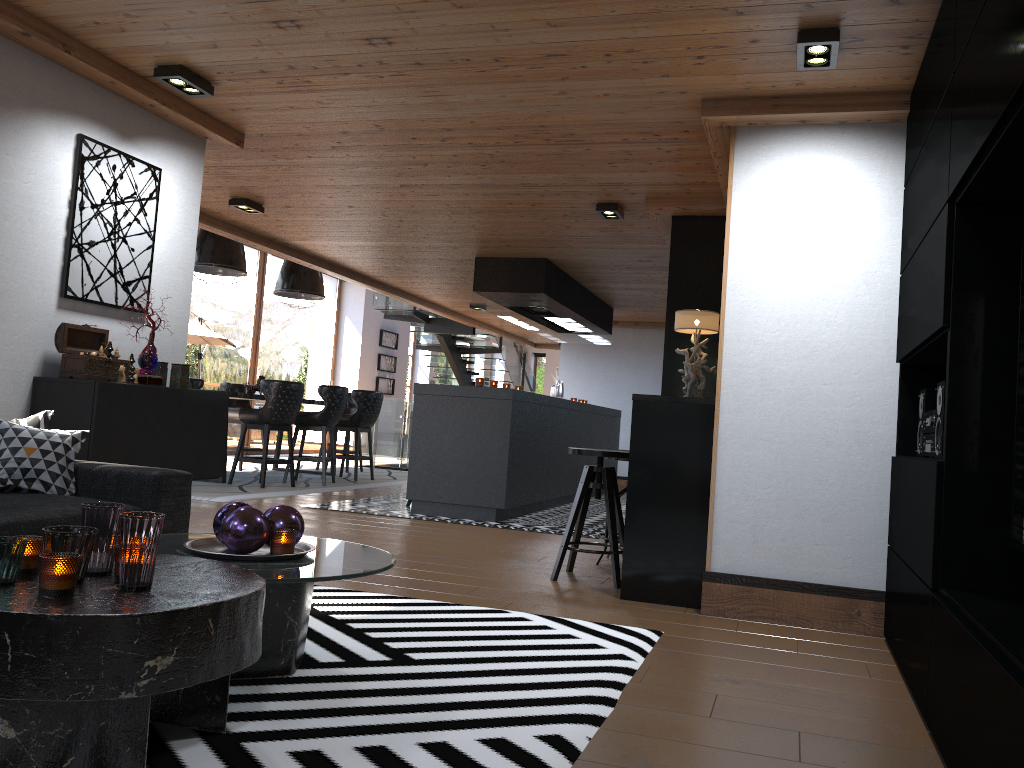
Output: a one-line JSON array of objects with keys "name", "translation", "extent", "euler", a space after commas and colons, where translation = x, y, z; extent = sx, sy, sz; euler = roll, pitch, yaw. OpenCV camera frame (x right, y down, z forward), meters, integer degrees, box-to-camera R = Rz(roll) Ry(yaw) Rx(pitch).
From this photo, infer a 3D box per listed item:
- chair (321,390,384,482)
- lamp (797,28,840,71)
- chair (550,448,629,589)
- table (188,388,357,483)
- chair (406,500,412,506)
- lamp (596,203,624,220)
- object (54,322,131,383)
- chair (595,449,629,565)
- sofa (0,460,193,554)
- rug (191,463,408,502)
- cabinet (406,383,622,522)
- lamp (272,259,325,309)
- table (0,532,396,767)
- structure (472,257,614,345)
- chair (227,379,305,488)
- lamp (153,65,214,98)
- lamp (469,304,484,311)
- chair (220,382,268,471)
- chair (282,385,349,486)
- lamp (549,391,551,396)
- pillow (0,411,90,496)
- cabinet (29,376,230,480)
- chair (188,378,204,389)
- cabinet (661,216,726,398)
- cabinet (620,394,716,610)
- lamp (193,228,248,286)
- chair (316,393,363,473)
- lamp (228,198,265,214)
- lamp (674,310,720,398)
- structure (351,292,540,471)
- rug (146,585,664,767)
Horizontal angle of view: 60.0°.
[{"name": "chair", "translation": [-1.868, 0.618, 10.623], "extent": [0.565, 1.093, 0.507], "euler": [3, -4, 16]}, {"name": "lamp", "translation": [1.196, -1.314, 3.468], "extent": [0.154, 0.068, 0.262], "euler": [3, -3, 17]}, {"name": "chair", "translation": [0.465, 0.724, 4.869], "extent": [0.390, 0.722, 0.395], "euler": [3, -3, 17]}, {"name": "table", "translation": [-2.873, 0.615, 10.131], "extent": [1.420, 0.950, 3.818], "euler": [3, -3, 18]}, {"name": "chair", "translation": [-0.636, 0.724, 8.286], "extent": [0.466, 0.840, 0.542], "euler": [3, -3, 18]}, {"name": "lamp", "translation": [0.693, -1.221, 6.247], "extent": [0.154, 0.068, 0.262], "euler": [3, -3, 17]}, {"name": "object", "translation": [-1.968, -0.149, 4.176], "extent": [0.208, 0.270, 0.288], "euler": [3, -3, 17]}, {"name": "chair", "translation": [0.747, 0.776, 5.523], "extent": [0.438, 0.717, 0.444], "euler": [3, -4, 21]}, {"name": "sofa", "translation": [-1.693, 0.372, 1.959], "extent": [2.075, 0.819, 3.107], "euler": [3, -3, 17]}, {"name": "rug", "translation": [-2.750, 1.093, 10.395], "extent": [2.535, 0.047, 5.663], "euler": [3, -3, 17]}, {"name": "cabinet", "translation": [0.278, 0.721, 9.645], "extent": [0.883, 1.104, 4.828], "euler": [3, -3, 18]}, {"name": "lamp", "translation": [-2.399, -3.252, 10.781], "extent": [0.627, 4.689, 0.615], "euler": [6, -4, -28]}, {"name": "table", "translation": [-0.922, 0.659, 2.451], "extent": [0.890, 0.372, 1.533], "euler": [3, -3, 18]}, {"name": "structure", "translation": [0.460, -0.864, 9.919], "extent": [0.706, 0.476, 3.269], "euler": [3, -3, 18]}, {"name": "chair", "translation": [-2.424, 0.509, 8.921], "extent": [0.563, 1.093, 0.508], "euler": [2, -4, 26]}, {"name": "lamp", "translation": [-1.588, -1.474, 4.301], "extent": [0.154, 0.068, 0.262], "euler": [3, -3, 17]}, {"name": "lamp", "translation": [-0.457, -1.039, 11.946], "extent": [0.154, 0.068, 0.262], "euler": [3, -3, 17]}, {"name": "chair", "translation": [-3.377, 0.538, 11.019], "extent": [0.563, 1.093, 0.508], "euler": [2, -4, 26]}, {"name": "chair", "translation": [-2.113, 0.557, 9.687], "extent": [0.568, 1.093, 0.504], "euler": [4, -3, 1]}, {"name": "lamp", "translation": [0.670, 1.112, 25.918], "extent": [0.521, 1.900, 1.336], "euler": [1, -4, 38]}, {"name": "pillow", "translation": [-1.866, 0.262, 3.268], "extent": [0.540, 0.346, 0.297], "euler": [5, -3, -22]}, {"name": "cabinet", "translation": [-1.867, 0.240, 4.403], "extent": [0.355, 0.469, 0.960], "euler": [3, -3, 18]}, {"name": "chair", "translation": [-3.687, 0.471, 10.254], "extent": [0.568, 1.093, 0.504], "euler": [4, -3, 1]}, {"name": "cabinet", "translation": [2.217, 0.188, 8.984], "extent": [0.540, 2.382, 6.466], "euler": [3, -3, 18]}, {"name": "cabinet", "translation": [1.009, 0.616, 5.072], "extent": [0.426, 1.011, 1.635], "euler": [3, -3, 18]}, {"name": "lamp", "translation": [-2.881, -3.357, 9.257], "extent": [0.627, 4.689, 0.615], "euler": [6, -4, -28]}, {"name": "chair", "translation": [-2.287, 0.654, 12.053], "extent": [0.501, 1.093, 0.571], "euler": [3, -3, 16]}, {"name": "lamp", "translation": [-2.059, -1.388, 6.885], "extent": [0.154, 0.068, 0.262], "euler": [3, -3, 17]}, {"name": "lamp", "translation": [1.036, -0.148, 5.027], "extent": [0.245, 0.516, 0.249], "euler": [3, -4, 21]}, {"name": "structure", "translation": [-3.030, 0.937, 15.760], "extent": [9.151, 6.404, 11.088], "euler": [3, -3, 17]}, {"name": "rug", "translation": [-0.587, 0.880, 2.521], "extent": [1.651, 0.020, 2.917], "euler": [3, -3, 17]}]
